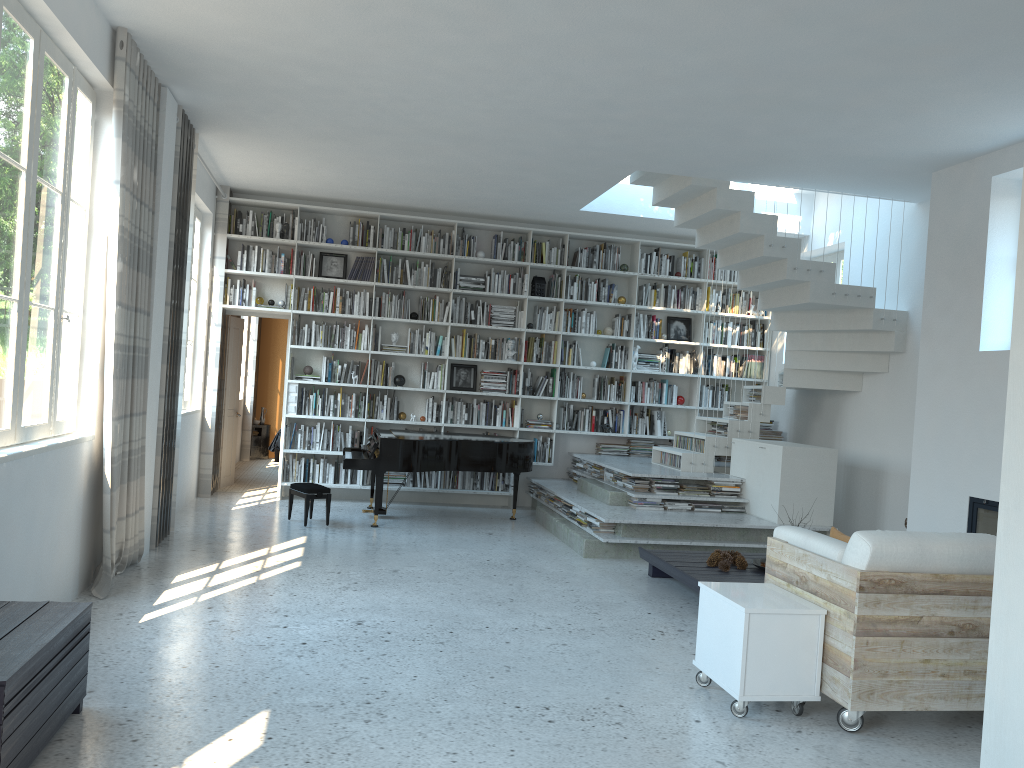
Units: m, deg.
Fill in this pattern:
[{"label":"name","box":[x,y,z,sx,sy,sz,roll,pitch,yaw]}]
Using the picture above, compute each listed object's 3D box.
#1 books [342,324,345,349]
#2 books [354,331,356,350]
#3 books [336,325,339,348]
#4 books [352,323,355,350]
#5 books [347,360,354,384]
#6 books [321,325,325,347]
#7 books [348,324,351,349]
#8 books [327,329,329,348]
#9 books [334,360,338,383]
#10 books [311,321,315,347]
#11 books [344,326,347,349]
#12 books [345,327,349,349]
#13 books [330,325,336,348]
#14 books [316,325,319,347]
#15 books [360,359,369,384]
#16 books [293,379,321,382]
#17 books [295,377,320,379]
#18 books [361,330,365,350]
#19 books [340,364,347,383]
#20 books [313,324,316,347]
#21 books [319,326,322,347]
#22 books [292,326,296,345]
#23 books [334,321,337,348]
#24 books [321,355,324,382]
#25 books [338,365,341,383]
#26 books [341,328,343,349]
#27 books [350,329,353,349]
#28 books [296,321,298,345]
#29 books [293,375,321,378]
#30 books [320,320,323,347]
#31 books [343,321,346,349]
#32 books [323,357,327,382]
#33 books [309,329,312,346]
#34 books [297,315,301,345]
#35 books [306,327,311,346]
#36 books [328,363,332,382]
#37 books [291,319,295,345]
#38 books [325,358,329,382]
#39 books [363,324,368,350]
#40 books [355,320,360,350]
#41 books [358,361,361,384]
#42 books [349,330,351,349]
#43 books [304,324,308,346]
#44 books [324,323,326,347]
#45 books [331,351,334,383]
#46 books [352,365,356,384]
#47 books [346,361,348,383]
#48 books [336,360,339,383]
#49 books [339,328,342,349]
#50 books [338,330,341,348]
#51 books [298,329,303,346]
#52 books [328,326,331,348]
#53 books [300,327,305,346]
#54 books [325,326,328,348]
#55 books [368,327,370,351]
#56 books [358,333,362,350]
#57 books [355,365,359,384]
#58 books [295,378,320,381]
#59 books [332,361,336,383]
[{"label":"books","box":[-1.836,-0.513,9.649,0.012,0.272,0.145,4,0,-11]},{"label":"books","box":[-1.716,-0.470,9.672,0.013,0.203,0.161,4,0,-11]},{"label":"books","box":[-1.900,-0.509,9.643,0.021,0.256,0.156,4,0,-11]},{"label":"books","box":[-1.730,-0.516,9.683,0.015,0.293,0.143,4,0,-11]},{"label":"books","box":[-1.763,-0.131,9.666,0.060,0.255,0.158,4,0,-11]},{"label":"books","box":[-2.042,-0.515,9.596,0.021,0.247,0.189,4,0,-11]},{"label":"books","box":[-1.773,-0.510,9.652,0.015,0.275,0.157,4,0,-11]},{"label":"books","box":[-2.000,-0.490,9.633,0.010,0.204,0.139,4,0,-11]},{"label":"books","box":[-1.913,-0.138,9.650,0.022,0.249,0.129,4,0,-11]},{"label":"books","box":[-2.149,-0.539,9.589,0.023,0.281,0.174,4,0,-11]},{"label":"books","box":[-1.817,-0.501,9.663,0.011,0.252,0.139,4,0,-11]},{"label":"books","box":[-1.800,-0.495,9.676,0.028,0.242,0.131,4,0,-11]},{"label":"books","box":[-1.947,-0.512,9.642,0.048,0.256,0.141,4,0,-11]},{"label":"books","box":[-2.107,-0.517,9.613,0.049,0.243,0.139,4,0,-11]},{"label":"books","box":[-1.609,-0.131,9.662,0.082,0.276,0.228,4,0,-11]},{"label":"books","box":[-2.212,-0.040,9.589,0.285,0.012,0.159,4,0,-8]},{"label":"books","box":[-2.211,-0.064,9.588,0.254,0.012,0.161,4,0,-14]},{"label":"books","box":[-1.631,-0.474,9.692,0.031,0.223,0.144,4,0,-11]},{"label":"books","box":[-1.837,-0.115,9.668,0.056,0.214,0.142,4,0,-11]},{"label":"books","box":[-2.132,-0.520,9.584,0.011,0.246,0.176,4,0,-11]},{"label":"books","box":[-2.073,-0.508,9.600,0.014,0.230,0.148,4,0,-11]},{"label":"books","box":[-2.343,-0.516,9.551,0.026,0.209,0.155,4,0,-11]},{"label":"books","box":[-1.913,-0.532,9.630,0.013,0.300,0.151,4,0,-11]},{"label":"books","box":[-2.050,-0.166,9.613,0.012,0.285,0.159,4,0,-11]},{"label":"books","box":[-1.873,-0.106,9.627,0.029,0.190,0.189,4,0,-11]},{"label":"books","box":[-1.850,-0.492,9.651,0.013,0.228,0.151,4,0,-11]},{"label":"books","box":[-1.749,-0.481,9.676,0.021,0.221,0.148,4,0,-11]},{"label":"books","box":[-2.315,-0.542,9.539,0.027,0.266,0.176,4,0,-11]},{"label":"books","box":[-2.210,-0.076,9.586,0.285,0.012,0.159,4,0,-7]},{"label":"books","box":[-2.058,-0.539,9.600,0.011,0.293,0.183,4,0,-11]},{"label":"books","box":[-1.827,-0.528,9.666,0.011,0.304,0.129,4,0,-11]},{"label":"books","box":[-2.032,-0.158,9.615,0.024,0.273,0.150,4,0,-11]},{"label":"books","box":[-2.178,-0.494,9.607,0.021,0.187,0.129,4,0,-11]},{"label":"books","box":[-2.293,-0.575,9.540,0.012,0.334,0.184,4,0,-11]},{"label":"books","box":[-2.194,-0.503,9.559,0.028,0.204,0.188,4,0,-11]},{"label":"books","box":[-1.974,-0.122,9.605,0.029,0.208,0.189,4,0,-11]},{"label":"books","box":[-2.360,-0.555,9.556,0.012,0.285,0.159,4,0,-11]},{"label":"books","box":[-2.007,-0.148,9.628,0.031,0.255,0.143,4,0,-11]},{"label":"books","box":[-1.602,-0.504,9.702,0.027,0.286,0.148,4,0,-11]},{"label":"books","box":[-1.689,-0.530,9.677,0.035,0.325,0.170,4,0,-11]},{"label":"books","box":[-1.668,-0.123,9.691,0.021,0.251,0.154,4,0,-11]},{"label":"books","box":[-1.764,-0.480,9.668,0.012,0.217,0.160,4,0,-11]},{"label":"books","box":[-2.219,-0.521,9.564,0.022,0.235,0.177,4,0,-11]},{"label":"books","box":[-2.029,-0.525,9.616,0.011,0.271,0.157,4,0,-11]},{"label":"books","box":[-1.956,-0.185,9.641,0.011,0.336,0.153,4,0,-11]},{"label":"books","box":[-1.719,-0.104,9.668,0.030,0.207,0.172,4,0,-11]},{"label":"books","box":[-1.802,-0.127,9.674,0.013,0.242,0.141,4,0,-11]},{"label":"books","box":[-1.893,-0.138,9.635,0.011,0.250,0.172,4,0,-11]},{"label":"books","box":[-1.861,-0.493,9.637,0.013,0.229,0.177,4,0,-11]},{"label":"books","box":[-1.881,-0.482,9.648,0.021,0.205,0.130,4,0,-11]},{"label":"books","box":[-2.275,-0.498,9.551,0.037,0.182,0.189,4,0,-11]},{"label":"books","box":[-1.979,-0.508,9.618,0.023,0.242,0.184,4,0,-11]},{"label":"books","box":[-2.254,-0.510,9.574,0.042,0.209,0.143,4,0,-11]},{"label":"books","box":[-2.010,-0.507,9.603,0.024,0.237,0.166,4,0,-11]},{"label":"books","box":[-1.571,-0.487,9.709,0.036,0.257,0.123,4,0,-11]},{"label":"books","box":[-1.662,-0.456,9.687,0.030,0.183,0.151,4,0,-11]},{"label":"books","box":[-1.692,-0.103,9.683,0.027,0.209,0.143,4,0,-11]},{"label":"books","box":[-2.212,-0.052,9.593,0.254,0.012,0.161,4,0,-10]},{"label":"books","box":[-1.941,-0.131,9.652,0.030,0.231,0.148,4,0,-11]}]
